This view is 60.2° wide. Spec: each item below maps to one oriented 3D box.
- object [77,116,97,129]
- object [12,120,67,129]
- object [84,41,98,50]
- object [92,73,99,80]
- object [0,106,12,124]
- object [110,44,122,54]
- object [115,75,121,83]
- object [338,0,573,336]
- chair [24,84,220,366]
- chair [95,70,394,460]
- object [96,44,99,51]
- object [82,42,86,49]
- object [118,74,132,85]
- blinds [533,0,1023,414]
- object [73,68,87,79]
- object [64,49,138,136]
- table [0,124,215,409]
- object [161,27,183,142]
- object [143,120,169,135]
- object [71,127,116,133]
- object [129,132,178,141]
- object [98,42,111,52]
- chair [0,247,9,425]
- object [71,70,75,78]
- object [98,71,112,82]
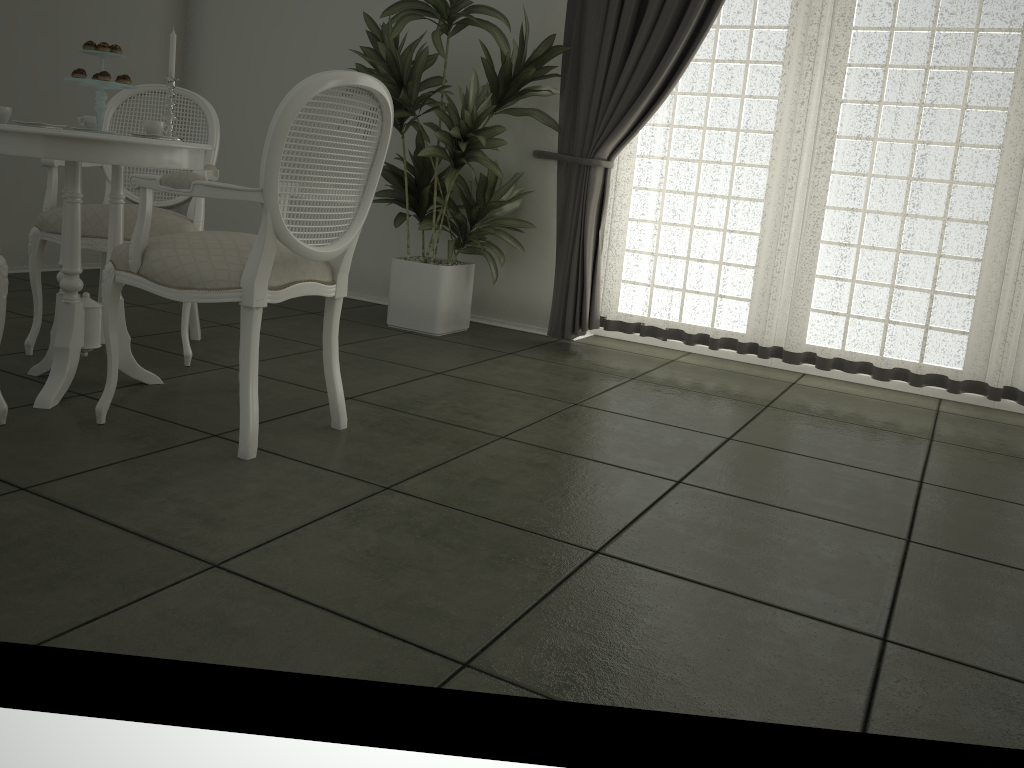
[{"bbox_3d":[-1.415,-0.877,2.975,0.062,0.049,0.079,7,12,7],"label":"object"},{"bbox_3d":[-1.364,-0.747,2.550,0.119,0.015,0.120,10,14,17],"label":"object"},{"bbox_3d":[-1.299,-1.043,2.723,0.039,0.031,0.040,-4,15,-41],"label":"object"},{"bbox_3d":[-1.328,-0.981,2.833,0.039,0.031,0.040,3,12,-12],"label":"object"},{"bbox_3d":[-1.508,-0.789,2.586,0.063,0.049,0.078,14,14,36],"label":"object"},{"bbox_3d":[-1.239,-1.046,2.761,0.039,0.031,0.040,2,12,-17],"label":"object"},{"bbox_3d":[-1.255,-0.975,2.837,0.039,0.031,0.040,1,12,-22],"label":"object"},{"bbox_3d":[-0.373,-1.312,4.451,1.042,2.068,1.176,-3,13,-44],"label":"object"},{"bbox_3d":[-1.481,-0.673,3.503,0.594,1.049,0.701,5,10,-8],"label":"chair"},{"bbox_3d":[-0.746,-0.385,2.595,0.695,1.049,0.599,11,11,27],"label":"chair"},{"bbox_3d":[-1.302,-1.060,2.794,0.039,0.031,0.040,8,12,13],"label":"object"},{"bbox_3d":[-1.321,-1.053,2.757,0.039,0.031,0.040,-1,13,-31],"label":"object"},{"bbox_3d":[-1.216,-0.957,2.775,0.039,0.031,0.040,-4,15,-41],"label":"object"},{"bbox_3d":[1.744,-1.207,3.813,3.686,2.568,0.665,12,10,27],"label":"blinds"},{"bbox_3d":[-1.323,-0.951,2.707,0.039,0.031,0.040,4,11,-7],"label":"object"},{"bbox_3d":[-1.294,-0.914,2.779,0.210,0.245,0.214,0,12,-30],"label":"object"},{"bbox_3d":[-1.367,-0.389,2.841,0.744,0.818,0.747,10,11,24],"label":"table"},{"bbox_3d":[-1.110,-0.977,2.876,0.088,0.360,0.089,6,8,4],"label":"object"},{"bbox_3d":[-1.098,-0.786,2.725,0.078,0.049,0.063,-1,13,-30],"label":"object"},{"bbox_3d":[-1.416,-0.855,2.986,0.119,0.015,0.120,12,15,26],"label":"object"},{"bbox_3d":[-1.107,-0.762,2.725,0.119,0.015,0.120,10,14,17],"label":"object"},{"bbox_3d":[-1.258,-1.039,2.725,0.040,0.031,0.040,13,13,32],"label":"object"},{"bbox_3d":[-1.734,-0.389,2.195,0.597,1.049,0.697,9,10,17],"label":"chair"},{"bbox_3d":[-1.362,-0.970,2.768,0.039,0.031,0.040,3,12,-12],"label":"object"},{"bbox_3d":[-1.250,-0.945,2.711,0.039,0.031,0.040,3,12,-12],"label":"object"}]
